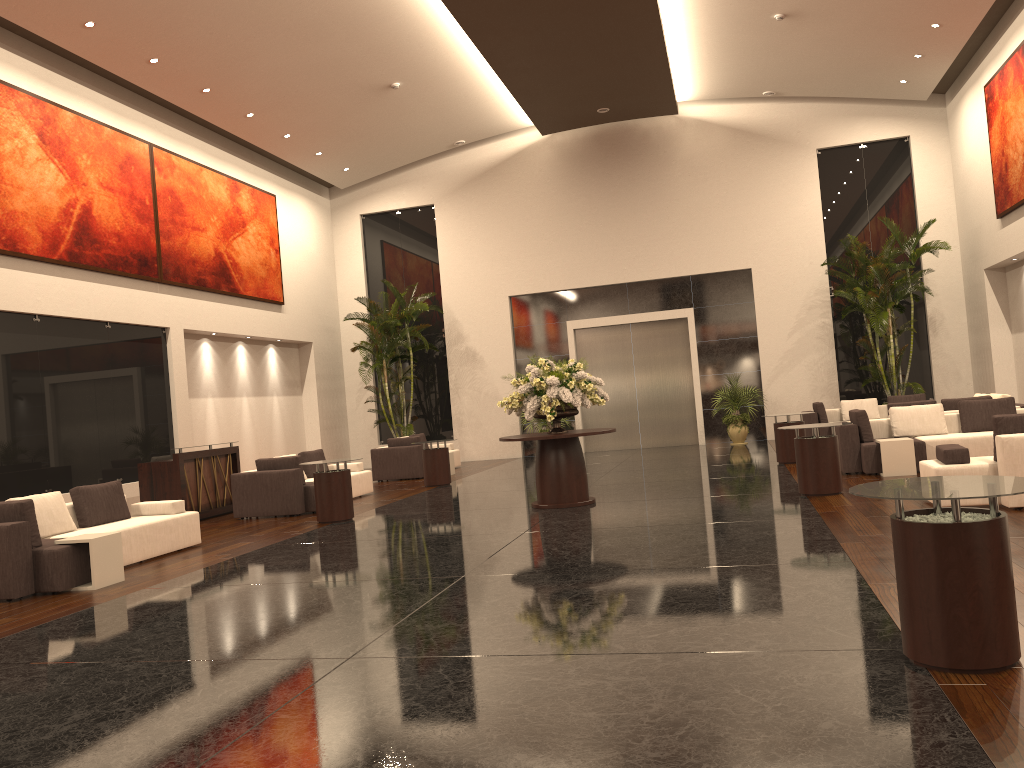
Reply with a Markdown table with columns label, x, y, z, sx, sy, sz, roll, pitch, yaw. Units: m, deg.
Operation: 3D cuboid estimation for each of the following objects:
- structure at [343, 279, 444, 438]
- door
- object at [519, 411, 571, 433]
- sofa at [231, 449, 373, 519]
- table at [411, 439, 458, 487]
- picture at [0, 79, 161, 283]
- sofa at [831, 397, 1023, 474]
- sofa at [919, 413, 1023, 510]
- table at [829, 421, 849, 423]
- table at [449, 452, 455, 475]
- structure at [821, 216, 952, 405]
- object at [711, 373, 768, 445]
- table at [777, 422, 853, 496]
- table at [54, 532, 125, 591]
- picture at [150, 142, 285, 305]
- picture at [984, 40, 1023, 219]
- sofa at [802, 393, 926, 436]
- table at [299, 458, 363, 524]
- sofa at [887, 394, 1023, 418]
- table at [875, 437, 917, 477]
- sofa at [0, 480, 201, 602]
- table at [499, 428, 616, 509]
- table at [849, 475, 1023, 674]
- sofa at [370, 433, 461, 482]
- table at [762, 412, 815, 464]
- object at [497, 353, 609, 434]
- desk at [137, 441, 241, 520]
| label | x | y | z | sx | sy | sz | roll | pitch | yaw |
| --- | --- | --- | --- | --- | --- | --- | --- | --- | --- |
| structure | -2.771 | -0.235 | 21.701 | 2.436 | 4.611 | 2.531 | -5 | -1 | -15 |
| door | 3.010 | 0.050 | 21.556 | 2.767 | 3.048 | 0.040 | -5 | -1 | 14 |
| object | 0.890 | 0.912 | 21.231 | 1.373 | 1.682 | 1.297 | -4 | -2 | -43 |
| sofa | -3.140 | 1.506 | 14.148 | 1.291 | 0.862 | 2.846 | -5 | -1 | 14 |
| table | -1.364 | 1.427 | 15.955 | 0.833 | 0.795 | 0.844 | -4 | -1 | -25 |
| picture | -6.937 | -3.070 | 13.667 | 0.070 | 2.526 | 4.515 | -5 | -1 | 14 |
| sofa | 5.913 | 0.685 | 12.053 | 2.846 | 0.862 | 1.291 | -5 | -1 | 14 |
| sofa | 5.571 | 0.655 | 9.441 | 2.586 | 0.862 | 3.366 | -5 | -1 | 14 |
| table | 6.365 | 0.964 | 17.105 | 0.400 | 0.460 | 0.400 | -5 | -1 | 14 |
| table | -1.438 | 1.657 | 18.267 | 0.400 | 0.460 | 0.400 | -5 | -1 | 14 |
| structure | 8.059 | -1.223 | 18.904 | 2.436 | 4.611 | 2.531 | -5 | -1 | -15 |
| object | 5.070 | 0.530 | 20.154 | 1.373 | 1.682 | 1.297 | -4 | -2 | -38 |
| table | 3.553 | 0.879 | 10.302 | 0.833 | 0.795 | 0.844 | -4 | -1 | -25 |
| table | -3.903 | 1.639 | 8.201 | 0.400 | 0.460 | 0.400 | -5 | -1 | 14 |
| picture | -5.862 | -3.062 | 18.059 | 0.070 | 2.526 | 4.515 | -5 | -1 | 14 |
| picture | 8.521 | -4.371 | 14.539 | 0.070 | 2.526 | 4.515 | -5 | -1 | 14 |
| sofa | 7.263 | 0.694 | 17.563 | 2.846 | 0.862 | 1.291 | -5 | -1 | 14 |
| table | -2.365 | 1.417 | 11.750 | 0.833 | 0.795 | 0.844 | -4 | -1 | -25 |
| sofa | 6.920 | 0.664 | 14.951 | 2.586 | 0.862 | 3.366 | -5 | -1 | 14 |
| table | 5.016 | 0.954 | 11.595 | 0.400 | 0.460 | 0.400 | -5 | -1 | 14 |
| sofa | -4.370 | 1.497 | 9.123 | 1.291 | 0.862 | 2.846 | -5 | -1 | 14 |
| table | 0.627 | 1.091 | 11.431 | 1.498 | 0.921 | 1.498 | -5 | -1 | 5 |
| table | 2.033 | 0.868 | 4.093 | 0.844 | 0.795 | 0.833 | -4 | -2 | -37 |
| sofa | -1.905 | 1.515 | 19.189 | 1.291 | 0.862 | 2.846 | -5 | -1 | 14 |
| table | 4.554 | 0.889 | 14.507 | 0.833 | 0.795 | 0.844 | -4 | -1 | -25 |
| object | 0.566 | 0.085 | 11.446 | 1.453 | 1.097 | 1.402 | -4 | -2 | -30 |
| desk | -4.929 | 1.522 | 13.767 | 0.760 | 1.114 | 1.634 | -5 | -1 | 14 |
